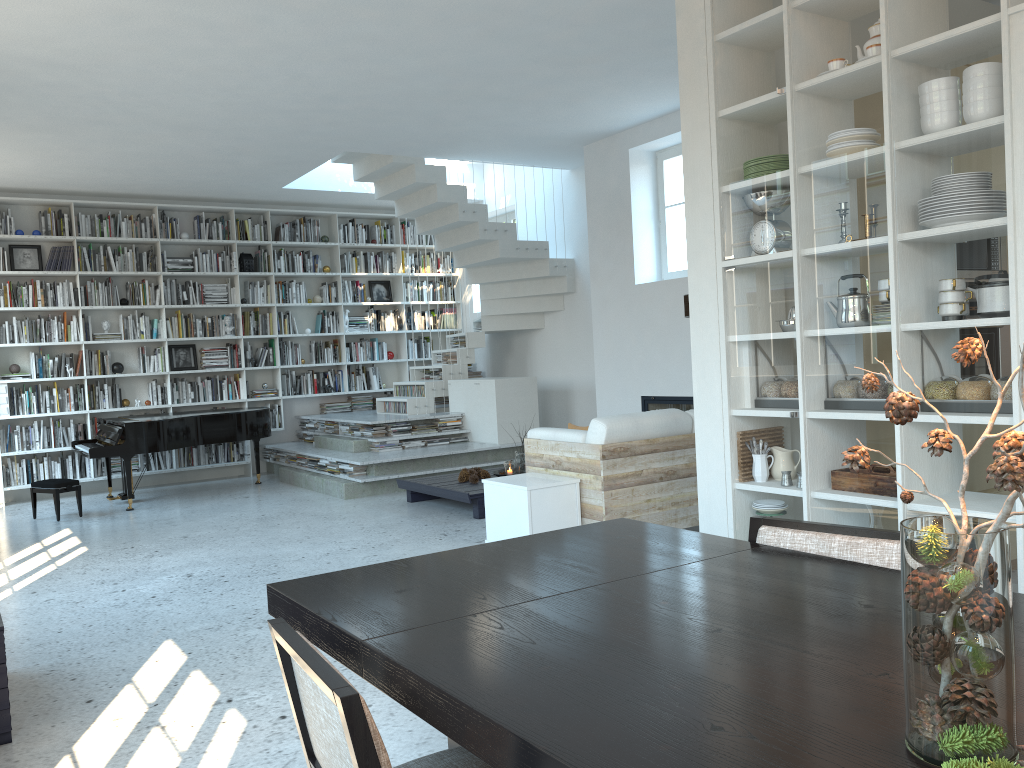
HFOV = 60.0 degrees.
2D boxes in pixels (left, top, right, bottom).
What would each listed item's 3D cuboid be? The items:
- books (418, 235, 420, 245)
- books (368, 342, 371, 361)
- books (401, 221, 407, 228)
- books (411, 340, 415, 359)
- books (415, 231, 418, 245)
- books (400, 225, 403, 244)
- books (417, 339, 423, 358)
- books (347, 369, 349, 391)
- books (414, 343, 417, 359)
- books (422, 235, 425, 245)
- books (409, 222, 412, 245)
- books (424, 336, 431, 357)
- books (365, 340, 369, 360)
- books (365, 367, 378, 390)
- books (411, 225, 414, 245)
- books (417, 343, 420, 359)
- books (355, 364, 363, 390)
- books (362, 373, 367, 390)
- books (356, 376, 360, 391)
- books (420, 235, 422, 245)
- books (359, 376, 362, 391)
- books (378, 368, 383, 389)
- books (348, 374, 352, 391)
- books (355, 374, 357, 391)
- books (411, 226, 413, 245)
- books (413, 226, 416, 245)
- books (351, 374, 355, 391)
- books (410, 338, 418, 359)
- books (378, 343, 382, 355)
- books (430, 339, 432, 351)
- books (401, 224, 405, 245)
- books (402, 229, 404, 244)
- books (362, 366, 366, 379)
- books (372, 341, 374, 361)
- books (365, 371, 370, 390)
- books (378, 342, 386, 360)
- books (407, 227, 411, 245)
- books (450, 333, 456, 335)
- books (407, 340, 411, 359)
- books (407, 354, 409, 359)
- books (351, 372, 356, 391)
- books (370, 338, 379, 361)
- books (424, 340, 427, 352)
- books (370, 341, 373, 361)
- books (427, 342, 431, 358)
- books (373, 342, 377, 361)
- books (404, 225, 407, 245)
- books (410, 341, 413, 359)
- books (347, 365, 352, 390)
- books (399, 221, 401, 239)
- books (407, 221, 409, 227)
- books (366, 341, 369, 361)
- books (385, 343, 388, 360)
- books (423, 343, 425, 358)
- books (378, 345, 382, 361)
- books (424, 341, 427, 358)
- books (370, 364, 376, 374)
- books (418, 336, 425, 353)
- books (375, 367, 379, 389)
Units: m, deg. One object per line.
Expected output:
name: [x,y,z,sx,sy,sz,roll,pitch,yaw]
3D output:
books: [-1.266,-1.933,11.722,0.027,0.250,0.154,-5,3,-33]
books: [-1.857,-0.414,11.347,0.026,0.246,0.165,-5,3,-33]
books: [-1.410,-1.964,11.628,0.014,0.332,0.143,-5,3,-33]
books: [-1.330,-0.451,11.681,0.022,0.242,0.151,-5,3,-33]
books: [-1.295,-1.938,11.693,0.029,0.264,0.179,-5,3,-33]
books: [-1.479,-1.930,11.573,0.022,0.275,0.160,-5,3,-33]
books: [-1.233,-0.461,11.721,0.027,0.249,0.184,-5,3,-33]
books: [-2.094,-0.050,11.201,0.015,0.287,0.138,-5,3,-33]
books: [-1.305,-0.433,11.692,0.029,0.201,0.172,-5,3,-33]
books: [-1.207,-1.917,11.754,0.026,0.208,0.163,-5,3,-33]
books: [-1.363,-1.954,11.643,0.012,0.306,0.184,-5,3,-33]
books: [-1.131,-0.487,11.809,0.011,0.285,0.161,-5,3,-33]
books: [-1.872,-0.426,11.334,0.011,0.272,0.152,-5,3,-33]
books: [-1.805,-0.072,11.330,0.075,0.291,0.255,-5,3,-33]
books: [-1.339,-1.941,11.669,0.027,0.275,0.148,-5,3,-33]
books: [-1.268,-0.439,11.729,0.025,0.208,0.149,-5,3,-33]
books: [-1.942,-0.084,11.288,0.014,0.333,0.168,-5,3,-33]
books: [-1.911,-0.028,11.308,0.052,0.217,0.184,-5,3,-33]
books: [-1.983,-0.009,11.275,0.030,0.188,0.140,-5,3,-33]
books: [-1.240,-1.929,11.729,0.025,0.237,0.143,-5,3,-33]
books: [-1.956,-0.009,11.284,0.024,0.185,0.149,-5,3,-33]
books: [-1.726,-0.071,11.434,0.062,0.274,0.148,-5,3,-33]
books: [-2.079,-0.015,11.225,0.033,0.213,0.140,-5,3,-33]
books: [-2.006,-0.018,11.259,0.025,0.210,0.137,-5,3,-33]
books: [-1.355,-1.932,11.657,0.014,0.260,0.167,-5,3,-33]
books: [-1.316,-1.934,11.679,0.022,0.259,0.163,-5,3,-33]
books: [-2.038,-0.018,11.237,0.023,0.214,0.163,-5,3,-33]
books: [-1.294,-0.467,11.720,0.024,0.267,0.133,-5,3,-33]
books: [-1.714,-0.411,11.444,0.037,0.219,0.139,-5,3,-33]
books: [-1.108,-0.474,11.837,0.012,0.254,0.161,-5,3,-33]
books: [-1.442,-1.938,11.593,0.013,0.286,0.150,-5,3,-33]
books: [-1.464,-1.905,11.596,0.025,0.223,0.136,-5,3,-33]
books: [-1.899,-0.074,11.341,0.010,0.304,0.131,-5,3,-33]
books: [-1.811,-0.422,11.384,0.012,0.254,0.161,-5,3,-33]
books: [-1.871,-0.043,11.338,0.031,0.239,0.171,-5,3,-33]
books: [-1.684,-0.422,11.453,0.025,0.235,0.181,-5,3,-33]
books: [-1.385,-1.921,11.627,0.023,0.244,0.182,-5,3,-33]
books: [-0.792,-0.529,12.052,0.013,0.315,0.129,-5,3,-33]
books: [-1.376,-0.453,11.642,0.024,0.252,0.175,-5,3,-33]
books: [-1.430,-0.461,11.624,0.085,0.278,0.159,-5,3,-33]
books: [-2.018,-0.034,11.238,0.015,0.243,0.156,-5,3,-33]
books: [-1.766,-0.442,11.388,0.026,0.290,0.181,-5,3,-33]
books: [-1.174,-0.464,11.804,0.027,0.242,0.131,-5,3,-33]
books: [-1.830,-0.417,11.341,0.014,0.249,0.177,-5,3,-33]
books: [-1.138,-0.447,11.795,0.021,0.205,0.174,-5,3,-33]
books: [-1.783,-0.418,11.372,0.023,0.244,0.189,-5,3,-33]
books: [-1.424,-1.930,11.589,0.012,0.269,0.184,-5,3,-33]
books: [-1.354,-0.446,11.665,0.037,0.236,0.153,-5,3,-33]
books: [-2.062,-0.073,11.234,0.013,0.327,0.130,-5,3,-33]
books: [-1.495,-1.947,11.547,0.011,0.313,0.172,-5,3,-33]
books: [-1.381,-1.963,11.648,0.012,0.326,0.151,-5,3,-33]
books: [-1.880,-0.420,11.305,0.012,0.262,0.186,-5,3,-33]
books: [-1.663,-0.417,11.468,0.027,0.223,0.170,-5,3,-33]
books: [-1.213,-0.440,11.767,0.027,0.201,0.164,-5,3,-33]
books: [-1.733,-0.400,11.413,0.030,0.201,0.189,-5,3,-33]
books: [-1.182,-0.457,11.780,0.014,0.230,0.172,-5,3,-33]
books: [-1.787,-0.093,11.410,0.012,0.326,0.136,-5,3,-33]
books: [-1.198,-0.489,11.776,0.013,0.297,0.141,-5,3,-33]
books: [-1.758,-0.075,11.402,0.025,0.287,0.160,-5,3,-33]
